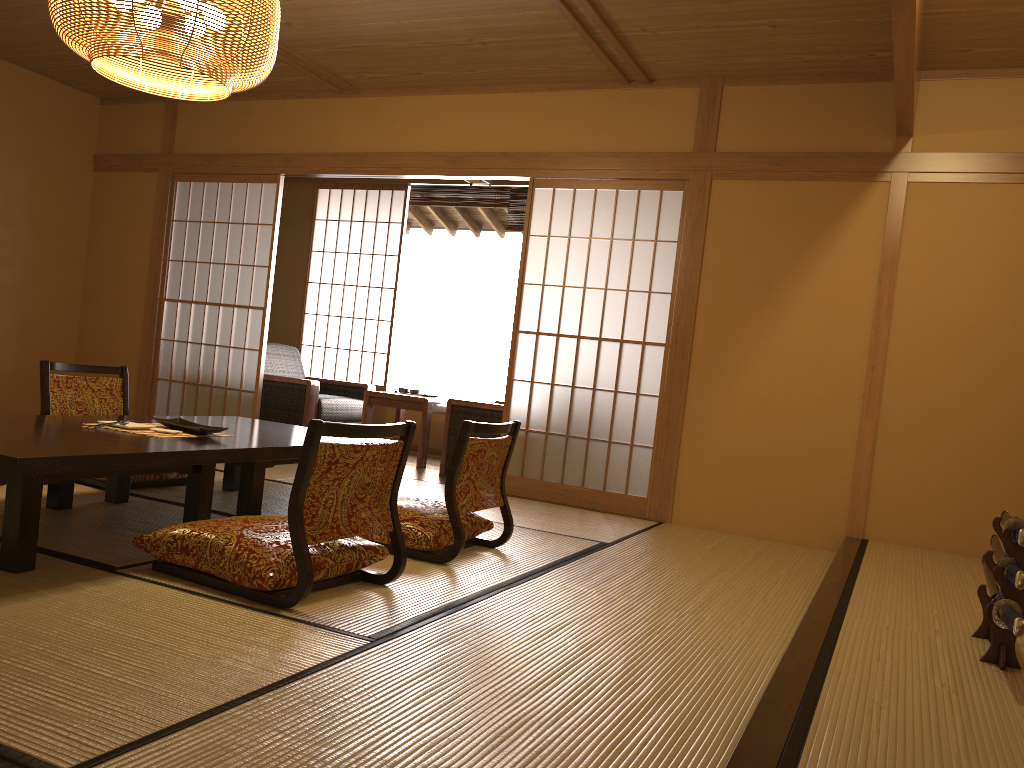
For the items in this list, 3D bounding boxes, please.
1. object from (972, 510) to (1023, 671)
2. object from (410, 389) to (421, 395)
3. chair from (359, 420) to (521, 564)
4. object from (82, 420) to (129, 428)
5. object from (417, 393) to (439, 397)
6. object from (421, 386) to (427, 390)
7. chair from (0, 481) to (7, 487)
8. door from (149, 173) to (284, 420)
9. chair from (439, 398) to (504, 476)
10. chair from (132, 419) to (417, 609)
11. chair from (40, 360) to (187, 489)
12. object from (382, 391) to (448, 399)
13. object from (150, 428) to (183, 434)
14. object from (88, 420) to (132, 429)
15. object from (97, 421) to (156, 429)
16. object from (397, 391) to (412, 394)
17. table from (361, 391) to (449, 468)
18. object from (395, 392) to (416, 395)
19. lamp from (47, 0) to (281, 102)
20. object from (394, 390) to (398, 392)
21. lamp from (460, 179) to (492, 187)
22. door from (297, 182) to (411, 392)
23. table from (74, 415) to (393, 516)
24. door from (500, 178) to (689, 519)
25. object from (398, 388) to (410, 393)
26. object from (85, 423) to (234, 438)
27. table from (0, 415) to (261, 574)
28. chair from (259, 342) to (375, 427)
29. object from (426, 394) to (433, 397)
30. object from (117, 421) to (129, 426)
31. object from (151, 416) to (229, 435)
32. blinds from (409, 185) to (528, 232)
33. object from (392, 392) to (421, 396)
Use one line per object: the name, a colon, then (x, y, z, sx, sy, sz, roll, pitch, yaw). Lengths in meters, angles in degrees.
object: (1.432, 0.578, 2.587, 0.104, 0.398, 1.021, 7, 1, 24)
object: (-0.733, 0.061, 6.728, 0.084, 0.037, 0.084, 7, 1, 16)
chair: (-0.383, 0.381, 3.618, 0.698, 0.547, 0.583, 7, 1, 23)
object: (-1.549, 0.153, 3.390, 0.006, 0.030, 0.229, 7, 1, 22)
object: (-0.626, 0.086, 6.610, 0.131, 0.015, 0.181, 6, 1, -21)
object: (-0.705, 0.041, 6.733, 0.117, 0.068, 0.038, 6, 1, -11)
chair: (-2.387, 0.157, 3.389, 0.698, 0.547, 0.583, 7, 1, 23)
door: (-2.161, -0.549, 6.425, 0.991, 1.935, 0.040, 7, 2, 24)
chair: (0.115, 0.298, 6.214, 0.943, 0.780, 0.873, 7, 1, 24)
chair: (-0.725, 0.350, 2.837, 0.686, 0.547, 0.583, 7, 1, 28)
chair: (-1.951, 0.196, 4.385, 0.686, 0.547, 0.583, 7, 1, 28)
object: (-0.724, 0.083, 6.633, 0.400, 0.003, 0.300, 7, 1, 24)
object: (-1.336, 0.185, 3.430, 0.099, 0.013, 0.067, 7, 1, 7)
object: (-1.532, 0.155, 3.387, 0.006, 0.030, 0.229, 7, 1, 16)
object: (-1.507, 0.162, 3.467, 0.180, 0.014, 0.130, 7, 1, 26)
object: (-0.812, 0.059, 6.639, 0.130, 0.026, 0.038, 7, 1, 8)
table: (-0.753, 0.332, 6.641, 0.540, 0.500, 0.540, 7, 1, 24)
object: (-0.804, 0.070, 6.592, 0.230, 0.007, 0.006, 7, 1, 13)
lamp: (-1.264, -1.547, 3.309, 0.799, 0.826, 0.797, 5, 2, -42)
object: (-0.876, 0.055, 6.685, 0.015, 0.018, 0.050, 6, 1, -24)
lamp: (-0.226, -1.781, 6.398, 0.330, 0.682, 0.330, 7, 2, 24)
door: (-1.444, -0.856, 7.934, 0.991, 1.874, 0.040, 7, 2, 24)
table: (-1.208, 0.380, 3.976, 0.994, 0.357, 0.995, 7, 1, 24)
door: (0.455, -0.242, 5.253, 0.991, 1.935, 0.040, 7, 2, 24)
object: (-0.825, 0.051, 6.767, 0.084, 0.037, 0.084, 6, 1, -38)
object: (-1.397, 0.182, 3.521, 0.400, 0.003, 0.398, 7, 1, 24)
table: (-1.612, 0.343, 3.067, 0.994, 0.357, 0.995, 7, 1, 24)
chair: (-1.695, 0.085, 7.024, 0.943, 0.780, 0.873, 7, 1, 24)
object: (-0.607, 0.087, 6.493, 0.050, 0.018, 0.015, 7, 1, 11)
object: (-1.517, 0.155, 3.456, 0.050, 0.018, 0.015, 7, 1, 21)
object: (-1.301, 0.172, 3.570, 0.348, 0.039, 0.129, 7, 1, 37)
blinds: (-0.014, -1.567, 7.376, 1.930, 0.595, 0.048, 7, 2, 24)
object: (-0.782, 0.073, 6.564, 0.230, 0.007, 0.006, 7, 1, 19)
